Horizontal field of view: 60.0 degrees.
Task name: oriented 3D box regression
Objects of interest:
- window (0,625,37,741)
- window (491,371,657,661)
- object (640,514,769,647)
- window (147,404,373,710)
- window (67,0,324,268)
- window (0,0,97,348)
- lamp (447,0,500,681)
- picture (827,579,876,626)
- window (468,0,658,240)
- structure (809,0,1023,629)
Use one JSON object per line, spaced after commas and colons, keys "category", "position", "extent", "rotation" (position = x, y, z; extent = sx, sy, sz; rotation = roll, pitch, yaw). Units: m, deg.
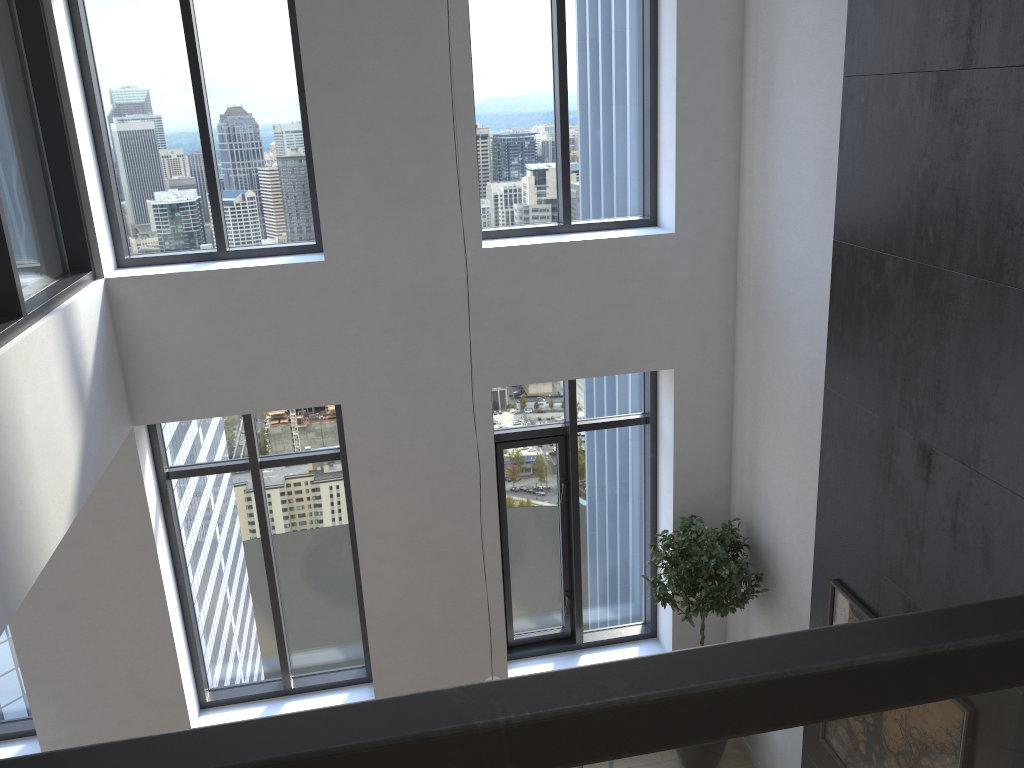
{"category": "window", "position": [-4.037, 1.454, 6.109], "extent": [1.310, 2.402, 0.170], "rotation": [-6, 18, -9]}
{"category": "window", "position": [0.474, 0.977, 6.863], "extent": [1.310, 2.402, 0.170], "rotation": [-6, 18, -9]}
{"category": "object", "position": [1.355, 1.908, 6.391], "extent": [0.813, 2.019, 0.801], "rotation": [-5, 18, -6]}
{"category": "window", "position": [-1.781, 1.216, 6.486], "extent": [1.310, 2.402, 0.170], "rotation": [-6, 18, -9]}
{"category": "window", "position": [-1.946, -1.968, 5.459], "extent": [1.310, 2.402, 0.170], "rotation": [-6, 18, -9]}
{"category": "window", "position": [-2.161, -1.031, 2.589], "extent": [0.170, 2.402, 5.002], "rotation": [-6, 18, -9]}
{"category": "lamp", "position": [-0.159, -0.242, 3.268], "extent": [1.000, 4.513, 1.000], "rotation": [-5, 18, -8]}
{"category": "picture", "position": [1.768, 1.627, 4.205], "extent": [0.026, 0.990, 1.056], "rotation": [-6, 18, -9]}
{"category": "window", "position": [0.310, -2.207, 5.836], "extent": [1.310, 2.402, 0.170], "rotation": [-6, 18, -9]}
{"category": "structure", "position": [1.681, 0.451, 3.820], "extent": [0.722, 6.351, 1.500], "rotation": [-6, 18, -9]}
